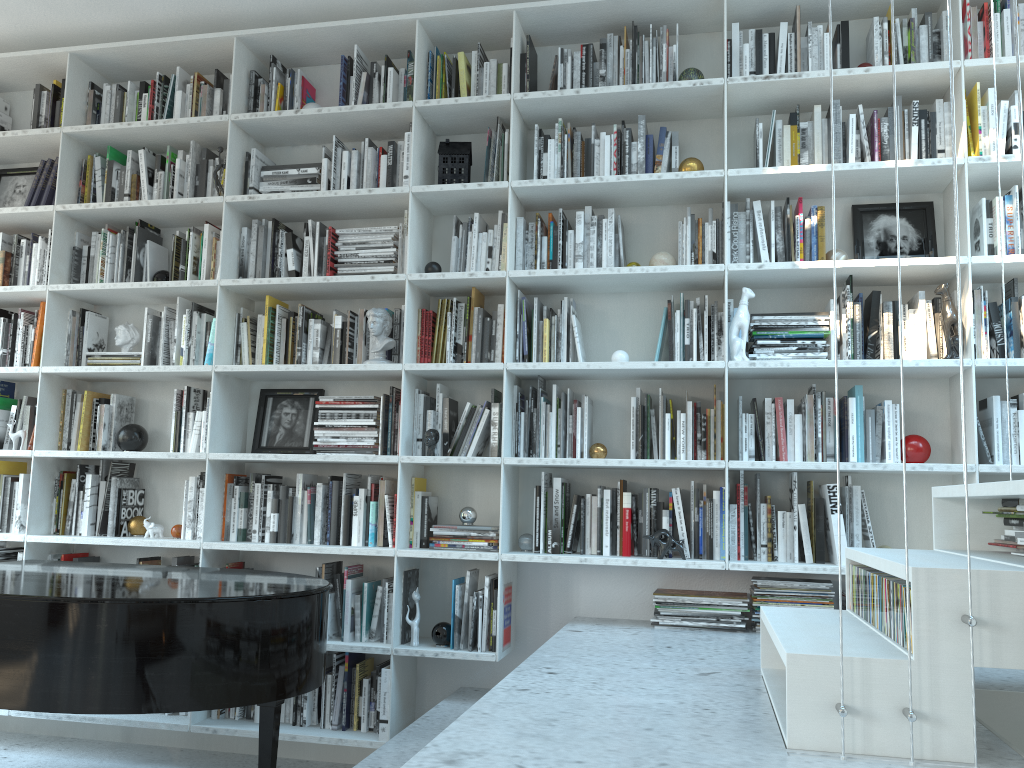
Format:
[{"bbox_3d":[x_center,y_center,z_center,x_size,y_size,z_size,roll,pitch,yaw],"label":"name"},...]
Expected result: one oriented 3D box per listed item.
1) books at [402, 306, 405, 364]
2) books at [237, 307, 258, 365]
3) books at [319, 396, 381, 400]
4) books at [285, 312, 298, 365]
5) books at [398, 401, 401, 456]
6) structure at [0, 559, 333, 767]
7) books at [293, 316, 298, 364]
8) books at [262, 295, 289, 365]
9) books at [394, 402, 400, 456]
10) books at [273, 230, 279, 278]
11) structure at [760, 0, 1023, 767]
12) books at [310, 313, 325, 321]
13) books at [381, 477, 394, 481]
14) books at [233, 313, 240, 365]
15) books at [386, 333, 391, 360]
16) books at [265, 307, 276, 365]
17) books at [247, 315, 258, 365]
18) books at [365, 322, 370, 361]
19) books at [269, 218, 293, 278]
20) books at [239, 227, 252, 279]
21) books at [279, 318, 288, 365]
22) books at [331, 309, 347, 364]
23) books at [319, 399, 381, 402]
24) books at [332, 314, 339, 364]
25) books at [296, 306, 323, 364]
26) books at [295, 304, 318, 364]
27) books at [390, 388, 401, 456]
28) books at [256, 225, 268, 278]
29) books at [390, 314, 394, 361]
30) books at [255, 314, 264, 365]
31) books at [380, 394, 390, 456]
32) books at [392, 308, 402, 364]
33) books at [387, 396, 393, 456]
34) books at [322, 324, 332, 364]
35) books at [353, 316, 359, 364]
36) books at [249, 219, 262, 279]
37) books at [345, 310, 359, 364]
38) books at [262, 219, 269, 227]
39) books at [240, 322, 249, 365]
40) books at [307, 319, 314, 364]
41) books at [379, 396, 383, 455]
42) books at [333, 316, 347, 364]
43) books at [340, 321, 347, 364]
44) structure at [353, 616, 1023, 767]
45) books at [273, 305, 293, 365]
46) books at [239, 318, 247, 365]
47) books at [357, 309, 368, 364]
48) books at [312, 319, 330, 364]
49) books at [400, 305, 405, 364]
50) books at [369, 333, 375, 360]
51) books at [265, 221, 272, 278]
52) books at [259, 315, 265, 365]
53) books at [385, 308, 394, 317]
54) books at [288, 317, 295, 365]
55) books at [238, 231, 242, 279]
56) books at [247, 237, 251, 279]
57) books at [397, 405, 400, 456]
[{"bbox_3d":[-0.432,-0.185,3.770,0.014,0.265,0.154,0,-7,12],"label":"books"},{"bbox_3d":[-1.178,-0.188,3.955,0.010,0.281,0.140,0,-7,12],"label":"books"},{"bbox_3d":[-0.674,0.067,3.795,0.254,0.012,0.161,-1,-8,16],"label":"books"},{"bbox_3d":[-0.949,-0.178,3.905,0.028,0.259,0.134,0,-7,12],"label":"books"},{"bbox_3d":[-0.437,0.172,3.725,0.011,0.279,0.186,0,-7,12],"label":"books"},{"bbox_3d":[-1.571,1.019,2.722,1.918,0.831,1.336,0,-7,12],"label":"structure"},{"bbox_3d":[-0.914,-0.168,3.882,0.025,0.235,0.137,0,-7,12],"label":"books"},{"bbox_3d":[-1.035,-0.212,3.883,0.014,0.317,0.188,0,-7,12],"label":"books"},{"bbox_3d":[-0.465,0.198,3.747,0.013,0.232,0.134,0,-7,12],"label":"books"},{"bbox_3d":[-1.019,-0.541,3.947,0.011,0.251,0.153,0,-7,12],"label":"books"},{"bbox_3d":[0.858,-0.667,1.694,2.613,3.377,1.957,0,-7,12],"label":"structure"},{"bbox_3d":[-0.855,-0.175,3.876,0.011,0.251,0.130,0,-7,12],"label":"books"},{"bbox_3d":[-0.529,0.536,3.723,0.010,0.283,0.132,0,-7,12],"label":"books"},{"bbox_3d":[-1.192,-0.175,3.947,0.012,0.253,0.161,0,-7,12],"label":"books"},{"bbox_3d":[-0.512,-0.154,3.795,0.012,0.205,0.146,0,-7,12],"label":"books"},{"bbox_3d":[-1.022,-0.187,3.876,0.015,0.266,0.189,0,-7,12],"label":"books"},{"bbox_3d":[-1.122,-0.170,3.926,0.042,0.241,0.162,0,-7,12],"label":"books"},{"bbox_3d":[-0.598,-0.153,3.819,0.022,0.206,0.114,0,-7,12],"label":"books"},{"bbox_3d":[-1.029,-0.565,3.950,0.011,0.300,0.180,0,-7,12],"label":"books"},{"bbox_3d":[-1.166,-0.548,3.977,0.026,0.266,0.171,0,-7,12],"label":"books"},{"bbox_3d":[-0.976,-0.163,3.902,0.024,0.228,0.148,0,-7,12],"label":"books"},{"bbox_3d":[-0.743,-0.180,3.843,0.014,0.258,0.161,0,-7,12],"label":"books"},{"bbox_3d":[-0.674,0.079,3.796,0.254,0.012,0.161,0,-8,9],"label":"books"},{"bbox_3d":[-0.732,-0.168,3.835,0.010,0.233,0.175,0,-7,12],"label":"books"},{"bbox_3d":[-0.880,-0.186,3.855,0.028,0.267,0.190,0,-7,12],"label":"books"},{"bbox_3d":[-0.896,-0.192,3.874,0.013,0.283,0.177,0,-7,12],"label":"books"},{"bbox_3d":[-0.478,0.169,3.747,0.011,0.287,0.152,0,-7,12],"label":"books"},{"bbox_3d":[-1.077,-0.549,3.948,0.025,0.265,0.185,0,-7,12],"label":"books"},{"bbox_3d":[-0.493,-0.170,3.806,0.021,0.241,0.103,0,-7,12],"label":"books"},{"bbox_3d":[-1.087,-0.172,3.928,0.026,0.247,0.139,0,-7,12],"label":"books"},{"bbox_3d":[-0.514,0.182,3.742,0.011,0.260,0.184,0,-7,12],"label":"books"},{"bbox_3d":[-0.474,-0.181,3.785,0.025,0.259,0.130,0,-7,12],"label":"books"},{"bbox_3d":[-0.489,0.185,3.748,0.013,0.256,0.163,0,-7,12],"label":"books"},{"bbox_3d":[-0.773,-0.149,3.855,0.050,0.198,0.146,0,-7,12],"label":"books"},{"bbox_3d":[-0.644,-0.164,3.833,0.025,0.230,0.143,0,-7,12],"label":"books"},{"bbox_3d":[-1.114,-0.564,3.965,0.026,0.296,0.179,0,-7,12],"label":"books"},{"bbox_3d":[-0.669,-0.177,3.802,0.012,0.244,0.186,0,-7,12],"label":"books"},{"bbox_3d":[-1.090,-0.569,3.980,0.014,0.312,0.134,0,-7,12],"label":"books"},{"bbox_3d":[-1.143,-0.155,3.916,0.053,0.208,0.156,0,-7,12],"label":"books"},{"bbox_3d":[-0.841,-0.159,3.858,0.024,0.216,0.175,0,-7,12],"label":"books"},{"bbox_3d":[-0.525,0.185,3.747,0.012,0.253,0.161,0,-7,12],"label":"books"},{"bbox_3d":[-0.716,-0.165,3.820,0.029,0.223,0.185,0,-7,12],"label":"books"},{"bbox_3d":[-0.688,-0.153,3.814,0.029,0.200,0.178,0,-7,12],"label":"books"},{"bbox_3d":[0.762,1.064,1.894,2.899,0.658,3.117,0,-8,12],"label":"structure"},{"bbox_3d":[-0.997,-0.192,3.887,0.010,0.280,0.171,0,-7,12],"label":"books"},{"bbox_3d":[-1.169,-0.165,3.949,0.011,0.235,0.142,0,-7,12],"label":"books"},{"bbox_3d":[-0.623,-0.181,3.811,0.025,0.258,0.151,0,-7,12],"label":"books"},{"bbox_3d":[-0.814,-0.158,3.853,0.030,0.214,0.169,0,-7,12],"label":"books"},{"bbox_3d":[-0.447,-0.190,3.791,0.025,0.278,0.108,0,-7,12],"label":"books"},{"bbox_3d":[-0.576,-0.180,3.811,0.024,0.258,0.127,0,-7,12],"label":"books"},{"bbox_3d":[-1.047,-0.562,3.961,0.029,0.295,0.151,0,-7,12],"label":"books"},{"bbox_3d":[-1.061,-0.169,3.915,0.029,0.240,0.156,0,-7,12],"label":"books"},{"bbox_3d":[-0.523,-0.182,3.806,0.014,0.263,0.135,0,-7,12],"label":"books"},{"bbox_3d":[-0.934,-0.165,3.879,0.012,0.227,0.170,0,-7,12],"label":"books"},{"bbox_3d":[-1.182,-0.541,3.990,0.012,0.253,0.161,0,-7,12],"label":"books"},{"bbox_3d":[-1.137,-0.527,3.984,0.027,0.228,0.147,0,-7,12],"label":"books"},{"bbox_3d":[-0.450,0.205,3.741,0.021,0.217,0.132,0,-7,12],"label":"books"}]
